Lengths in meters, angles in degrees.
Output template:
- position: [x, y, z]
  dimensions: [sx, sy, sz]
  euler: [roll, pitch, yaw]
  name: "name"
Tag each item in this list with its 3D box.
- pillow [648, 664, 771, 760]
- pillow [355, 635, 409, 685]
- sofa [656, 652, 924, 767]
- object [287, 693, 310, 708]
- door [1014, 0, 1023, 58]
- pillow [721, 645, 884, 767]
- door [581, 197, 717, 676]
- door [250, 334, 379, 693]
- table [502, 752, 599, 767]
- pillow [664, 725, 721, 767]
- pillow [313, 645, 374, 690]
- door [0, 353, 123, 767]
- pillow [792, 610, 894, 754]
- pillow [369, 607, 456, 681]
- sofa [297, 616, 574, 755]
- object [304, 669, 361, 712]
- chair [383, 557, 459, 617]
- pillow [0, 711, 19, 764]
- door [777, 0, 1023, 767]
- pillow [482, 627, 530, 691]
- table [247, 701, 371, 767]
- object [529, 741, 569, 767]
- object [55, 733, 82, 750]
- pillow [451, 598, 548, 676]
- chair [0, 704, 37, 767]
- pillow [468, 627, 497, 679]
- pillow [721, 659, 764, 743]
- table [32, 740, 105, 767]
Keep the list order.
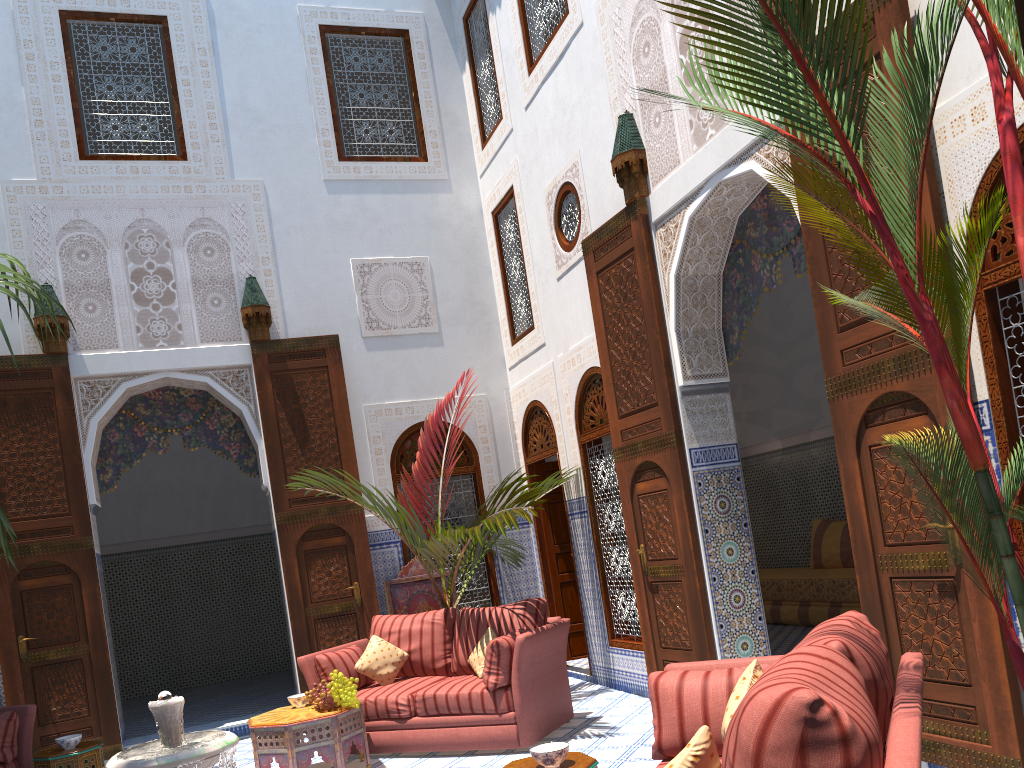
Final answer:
- position: [0.567, 0.929, 2.461]
  dimensions: [0.384, 0.252, 0.187]
  euler: [-12, -6, 26]
  name: "pillow"
- position: [-0.702, 1.489, 4.725]
  dimensions: [0.301, 0.273, 0.135]
  euler: [-6, -3, -19]
  name: "pillow"
- position: [0.544, 0.982, 1.925]
  dimensions: [0.740, 0.537, 1.365]
  euler: [-12, -9, 24]
  name: "sofa"
- position: [-1.065, 1.592, 4.399]
  dimensions: [0.119, 0.057, 0.119]
  euler: [-11, -9, 17]
  name: "object"
- position: [0.542, -0.264, 0.593]
  dimensions: [0.578, 2.505, 0.125]
  euler: [-8, -1, -25]
  name: "door"
- position: [0.521, 0.708, 1.606]
  dimensions: [0.308, 0.399, 0.562]
  euler: [-10, -7, 21]
  name: "pillow"
- position: [0.696, 0.402, 4.433]
  dimensions: [0.122, 2.505, 0.590]
  euler: [-8, -2, -25]
  name: "door"
- position: [-1.259, 0.937, 5.778]
  dimensions: [0.580, 2.505, 0.125]
  euler: [-8, -1, -15]
  name: "door"
- position: [0.122, 1.277, 2.563]
  dimensions: [0.292, 0.322, 0.289]
  euler: [-11, -6, 25]
  name: "table"
- position: [0.330, 0.787, 1.693]
  dimensions: [0.278, 0.257, 0.150]
  euler: [-6, -4, -21]
  name: "pillow"
- position: [-0.903, 1.555, 4.722]
  dimensions: [0.189, 0.251, 0.380]
  euler: [-11, -8, 26]
  name: "pillow"
- position: [-2.795, 1.069, 5.229]
  dimensions: [0.578, 2.505, 0.125]
  euler: [-8, -1, -25]
  name: "door"
- position: [0.763, 0.770, 2.109]
  dimensions: [0.304, 0.376, 0.583]
  euler: [-11, -8, 25]
  name: "pillow"
- position: [-0.561, 1.479, 4.935]
  dimensions: [0.588, 0.389, 0.291]
  euler: [-12, -5, 25]
  name: "pillow"
- position: [-0.355, 1.611, 4.676]
  dimensions: [1.376, 0.538, 0.733]
  euler: [-13, -8, 25]
  name: "sofa"
- position: [-0.871, 1.502, 4.233]
  dimensions: [0.215, 0.238, 0.312]
  euler: [-4, -8, -39]
  name: "object"
- position: [-0.500, 1.655, 5.736]
  dimensions: [0.481, 1.075, 0.510]
  euler: [-8, -3, -20]
  name: "chair"
- position: [-2.538, 1.706, 4.221]
  dimensions: [0.400, 0.242, 0.187]
  euler: [-12, -6, 26]
  name: "pillow"
- position: [1.256, 0.041, 2.890]
  dimensions: [0.123, 2.505, 0.590]
  euler: [-8, -2, -21]
  name: "door"
- position: [-0.011, 1.341, 4.297]
  dimensions: [0.189, 0.241, 0.397]
  euler: [-11, -8, 25]
  name: "pillow"
- position: [-0.983, 1.747, 4.256]
  dimensions: [0.534, 0.321, 0.548]
  euler: [-6, -8, -20]
  name: "table"
- position: [0.113, 1.082, 2.544]
  dimensions: [0.118, 0.057, 0.120]
  euler: [-7, -9, -8]
  name: "object"
- position: [-2.108, 1.707, 4.170]
  dimensions: [0.119, 0.057, 0.119]
  euler: [-11, -9, 17]
  name: "object"
- position: [-0.057, 1.359, 4.698]
  dimensions: [0.567, 0.373, 0.320]
  euler: [-12, -6, 25]
  name: "pillow"
- position: [-2.780, 1.870, 4.093]
  dimensions: [0.734, 0.538, 0.814]
  euler: [-12, -8, 25]
  name: "chair"
- position: [-0.135, 1.377, 4.496]
  dimensions: [0.145, 0.234, 0.271]
  euler: [-7, -6, -19]
  name: "pillow"
- position: [0.583, 0.822, 2.168]
  dimensions: [0.132, 0.276, 0.300]
  euler: [-11, -6, 35]
  name: "pillow"
- position: [-2.096, 1.900, 4.179]
  dimensions: [0.287, 0.322, 0.294]
  euler: [-7, -6, -20]
  name: "table"
